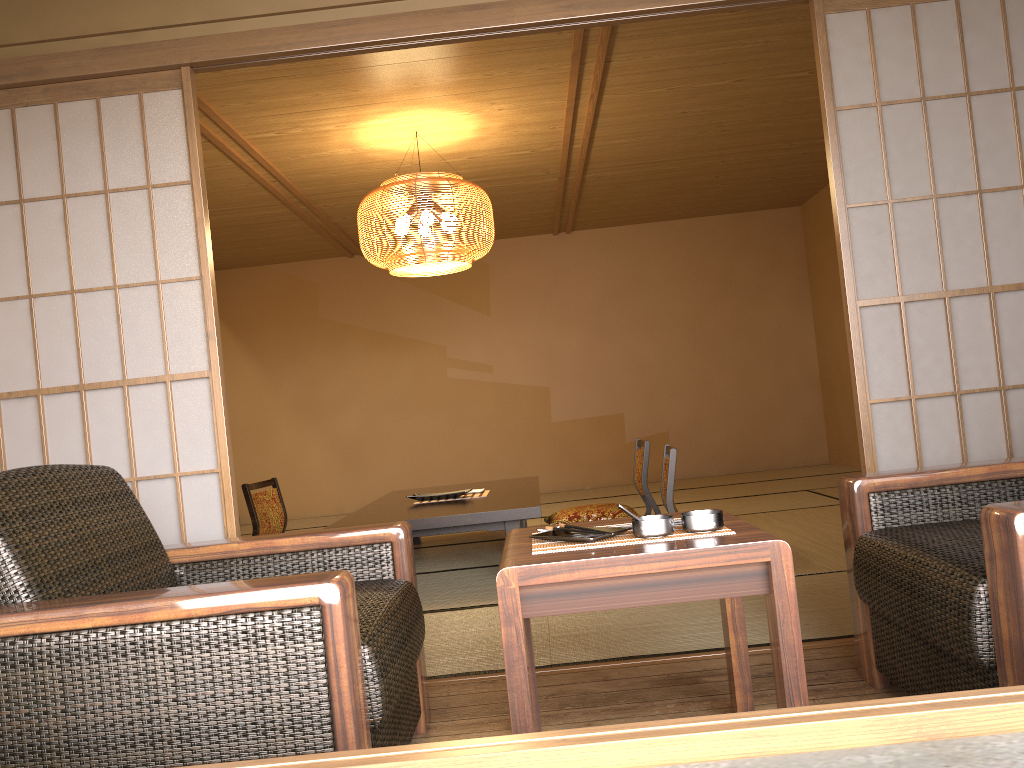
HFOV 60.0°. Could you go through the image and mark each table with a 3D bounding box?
[{"bbox_3d":[0.269,0.566,1.878,0.540,0.500,0.540,-6,-2,1],"label":"table"},{"bbox_3d":[-0.333,0.799,4.509,0.995,0.356,0.995,-6,-2,1],"label":"table"},{"bbox_3d":[-0.310,0.833,5.504,0.995,0.356,0.995,-6,-2,1],"label":"table"}]

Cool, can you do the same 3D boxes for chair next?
[{"bbox_3d":[0.532,0.649,5.510,0.699,0.546,0.583,-6,-2,0],"label":"chair"},{"bbox_3d":[-0.696,0.534,1.941,0.943,0.779,0.873,-6,-2,1],"label":"chair"},{"bbox_3d":[-1.216,0.829,5.376,0.687,0.546,0.582,-6,-2,5],"label":"chair"},{"bbox_3d":[0.511,0.611,4.422,0.687,0.546,0.582,-6,-2,5],"label":"chair"},{"bbox_3d":[1.288,0.322,1.893,0.943,0.779,0.873,-6,-2,1],"label":"chair"}]

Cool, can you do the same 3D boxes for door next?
[{"bbox_3d":[1.496,-0.259,2.646,0.992,1.933,0.040,-6,-1,1],"label":"door"},{"bbox_3d":[-1.374,0.047,2.714,0.992,1.933,0.040,-6,-1,1],"label":"door"}]

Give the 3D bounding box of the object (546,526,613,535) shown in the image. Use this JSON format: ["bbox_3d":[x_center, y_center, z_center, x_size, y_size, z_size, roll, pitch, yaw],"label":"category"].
[{"bbox_3d":[0.139,0.308,1.862,0.006,0.007,0.230,-5,-2,-33],"label":"object"}]

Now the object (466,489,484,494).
[{"bbox_3d":[-0.251,0.623,5.101,0.180,0.014,0.130,-6,-2,3],"label":"object"}]

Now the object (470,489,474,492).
[{"bbox_3d":[-0.245,0.617,5.114,0.050,0.018,0.015,-6,-1,-2],"label":"object"}]

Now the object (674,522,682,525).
[{"bbox_3d":[0.326,0.295,1.911,0.130,0.026,0.038,-6,-2,-14],"label":"object"}]

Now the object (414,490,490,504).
[{"bbox_3d":[-0.332,0.636,5.008,0.401,0.003,0.398,-6,-2,1],"label":"object"}]

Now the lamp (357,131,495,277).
[{"bbox_3d":[-0.519,-1.081,5.209,0.799,0.825,0.798,-7,-2,25],"label":"lamp"}]

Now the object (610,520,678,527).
[{"bbox_3d":[0.269,0.313,1.968,0.230,0.007,0.006,-6,-1,-3],"label":"object"}]

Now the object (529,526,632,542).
[{"bbox_3d":[0.143,0.318,1.866,0.131,0.015,0.181,-4,-3,-43],"label":"object"}]

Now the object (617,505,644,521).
[{"bbox_3d":[0.263,0.268,1.785,0.117,0.068,0.038,-5,-2,-33],"label":"object"}]

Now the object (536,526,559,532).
[{"bbox_3d":[0.080,0.327,1.966,0.050,0.018,0.015,-6,-1,-12],"label":"object"}]

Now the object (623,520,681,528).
[{"bbox_3d":[0.300,0.309,1.951,0.230,0.007,0.006,-6,-2,-9],"label":"object"}]

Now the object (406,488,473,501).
[{"bbox_3d":[-0.401,0.620,4.926,0.349,0.039,0.129,-7,-2,15],"label":"object"}]

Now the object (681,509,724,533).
[{"bbox_3d":[0.386,0.279,1.799,0.084,0.037,0.084,-7,-2,29],"label":"object"}]

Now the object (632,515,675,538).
[{"bbox_3d":[0.287,0.289,1.799,0.084,0.037,0.084,-6,-2,-7],"label":"object"}]

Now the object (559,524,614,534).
[{"bbox_3d":[0.154,0.307,1.879,0.006,0.007,0.230,-5,-2,-25],"label":"object"}]

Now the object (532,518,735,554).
[{"bbox_3d":[0.242,0.317,1.883,0.401,0.003,0.300,-6,-2,1],"label":"object"}]
